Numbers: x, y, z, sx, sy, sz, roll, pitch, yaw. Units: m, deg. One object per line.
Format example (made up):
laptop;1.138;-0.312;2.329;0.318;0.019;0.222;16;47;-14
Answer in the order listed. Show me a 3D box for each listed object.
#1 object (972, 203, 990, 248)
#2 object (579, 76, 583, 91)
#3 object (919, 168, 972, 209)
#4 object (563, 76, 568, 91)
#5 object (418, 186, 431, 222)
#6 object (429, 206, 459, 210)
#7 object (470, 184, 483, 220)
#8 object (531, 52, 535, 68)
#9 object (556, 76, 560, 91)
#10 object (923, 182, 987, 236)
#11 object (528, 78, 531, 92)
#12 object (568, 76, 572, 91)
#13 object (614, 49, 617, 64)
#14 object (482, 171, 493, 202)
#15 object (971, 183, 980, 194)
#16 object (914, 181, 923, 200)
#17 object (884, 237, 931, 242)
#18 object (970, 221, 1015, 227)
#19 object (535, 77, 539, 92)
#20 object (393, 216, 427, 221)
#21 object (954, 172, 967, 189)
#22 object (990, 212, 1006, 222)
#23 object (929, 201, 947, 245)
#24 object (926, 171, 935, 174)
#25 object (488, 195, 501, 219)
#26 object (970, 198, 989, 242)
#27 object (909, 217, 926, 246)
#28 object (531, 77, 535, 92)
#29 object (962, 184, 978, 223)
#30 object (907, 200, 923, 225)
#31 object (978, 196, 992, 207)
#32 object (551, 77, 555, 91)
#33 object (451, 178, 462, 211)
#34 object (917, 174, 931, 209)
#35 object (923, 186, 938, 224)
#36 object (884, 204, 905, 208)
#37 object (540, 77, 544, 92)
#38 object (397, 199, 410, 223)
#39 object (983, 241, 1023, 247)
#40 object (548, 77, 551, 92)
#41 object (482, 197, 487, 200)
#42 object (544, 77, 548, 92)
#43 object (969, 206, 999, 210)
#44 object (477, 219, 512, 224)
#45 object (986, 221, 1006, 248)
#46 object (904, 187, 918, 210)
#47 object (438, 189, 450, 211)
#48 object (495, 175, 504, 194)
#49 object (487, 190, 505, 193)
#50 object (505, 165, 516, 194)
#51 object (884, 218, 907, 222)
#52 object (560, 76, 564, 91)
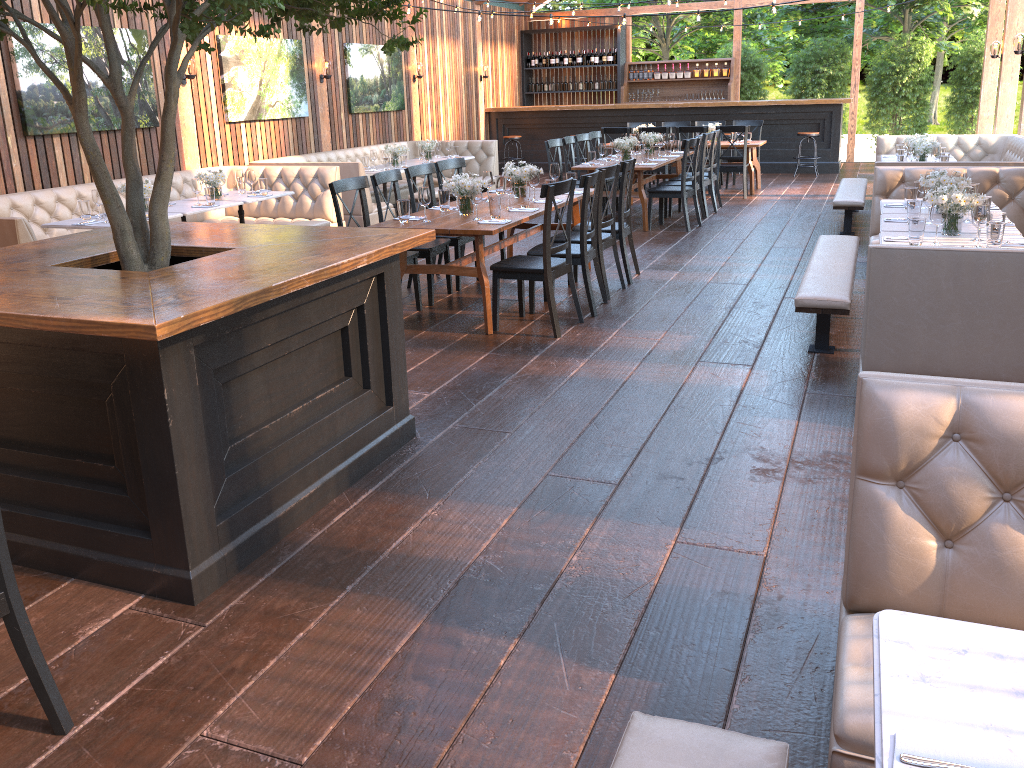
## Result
object;2.606;-0.879;4.925;0.092;0.240;0.093;-7;16;-19
object;1.466;-6.417;18.868;0.094;0.303;0.095;4;16;19
object;3.029;-1.353;6.205;0.338;0.304;0.333;11;21;37
object;1.147;-6.445;18.984;0.094;0.303;0.095;5;17;23
object;-0.615;-1.265;6.232;0.092;0.240;0.094;-1;16;3
object;-0.513;-1.384;6.940;0.255;0.018;0.160;6;20;22
object;-0.252;-1.282;6.247;0.092;0.240;0.093;-7;16;-19
object;0.462;-7.015;19.144;0.087;0.329;0.089;-1;15;3
object;0.997;-6.478;19.099;0.094;0.303;0.095;3;16;18
object;2.671;-1.055;5.347;0.338;0.304;0.333;9;20;33
object;0.392;-6.545;19.362;0.094;0.303;0.096;1;16;9
object;1.239;-6.430;18.929;0.094;0.303;0.096;-1;15;4
object;2.160;-6.821;18.438;0.076;0.297;0.076;10;19;38
object;-0.196;-1.617;7.243;0.092;0.240;0.093;-9;17;-24
object;3.413;-1.409;6.570;0.092;0.155;0.093;1;16;9
object;3.119;-1.466;6.771;0.092;0.155;0.093;-11;19;-30
object;2.346;-0.863;5.255;0.255;0.018;0.160;6;20;22
object;3.097;-1.038;5.705;0.255;0.018;0.160;6;20;22
object;0.546;-6.512;19.245;0.094;0.303;0.096;-5;16;-12
object;-0.720;-1.206;6.416;0.255;0.018;0.160;6;20;22
object;3.295;-1.433;6.520;0.092;0.240;0.093;5;17;24
object;2.824;-0.921;5.162;0.092;0.155;0.093;1;16;9
object;2.439;-0.921;5.068;0.092;0.240;0.093;-7;16;-19
object;3.145;-1.474;6.657;0.092;0.240;0.093;-7;16;-19
object;-0.120;-1.257;6.290;0.092;0.155;0.093;11;20;37
object;2.711;-0.952;5.136;0.092;0.240;0.093;-7;16;-19
object;2.319;-0.874;5.073;0.092;0.155;0.093;1;16;9
object;0.459;-6.517;19.271;0.095;0.303;0.095;6;17;26
object;3.000;-1.186;5.808;0.092;0.240;0.093;-7;16;-19
object;2.625;-1.119;5.780;0.092;0.155;0.093;1;16;9
object;3.116;-1.160;5.852;0.092;0.155;0.093;1;16;9
object;0.890;-6.475;19.099;0.095;0.303;0.095;12;21;42
object;-0.423;-1.453;6.781;0.092;0.240;0.094;4;16;19
object;3.013;-1.407;6.471;0.092;0.240;0.093;-7;16;-19
object;2.737;-1.173;5.796;0.092;0.240;0.093;-7;16;-19
object;2.924;-1.342;6.634;0.255;0.018;0.160;6;20;22
object;0.651;-6.514;19.242;0.095;0.303;0.095;-15;20;-39
object;-0.762;-1.218;6.238;0.092;0.155;0.092;-15;21;-39
object;2.806;-0.798;5.012;0.255;0.018;0.160;6;20;22
object;0.826;-6.502;19.186;0.094;0.303;0.095;-6;16;-13
object;-0.306;-1.554;7.418;0.255;0.018;0.160;6;20;22
object;0.739;-6.505;19.205;0.094;0.303;0.095;4;16;19
object;3.386;-1.283;6.410;0.255;0.018;0.160;6;20;22
object;-0.139;-1.128;6.122;0.255;0.018;0.160;6;20;22
object;2.631;-0.801;4.824;0.092;0.155;0.093;1;16;9
object;2.908;-1.354;6.456;0.092;0.155;0.093;1;16;9
object;-0.516;-1.401;6.751;0.092;0.155;0.092;-15;21;-39
object;-0.104;-1.743;7.749;0.092;0.155;0.093;-11;19;-30
object;-0.086;-1.736;7.941;0.255;0.018;0.160;6;20;22
object;-0.012;-1.796;7.764;0.093;0.240;0.093;-16;21;-40
object;2.644;-1.109;5.963;0.255;0.018;0.160;6;20;22
object;1.081;-6.465;19.051;0.095;0.303;0.095;-15;20;-40
